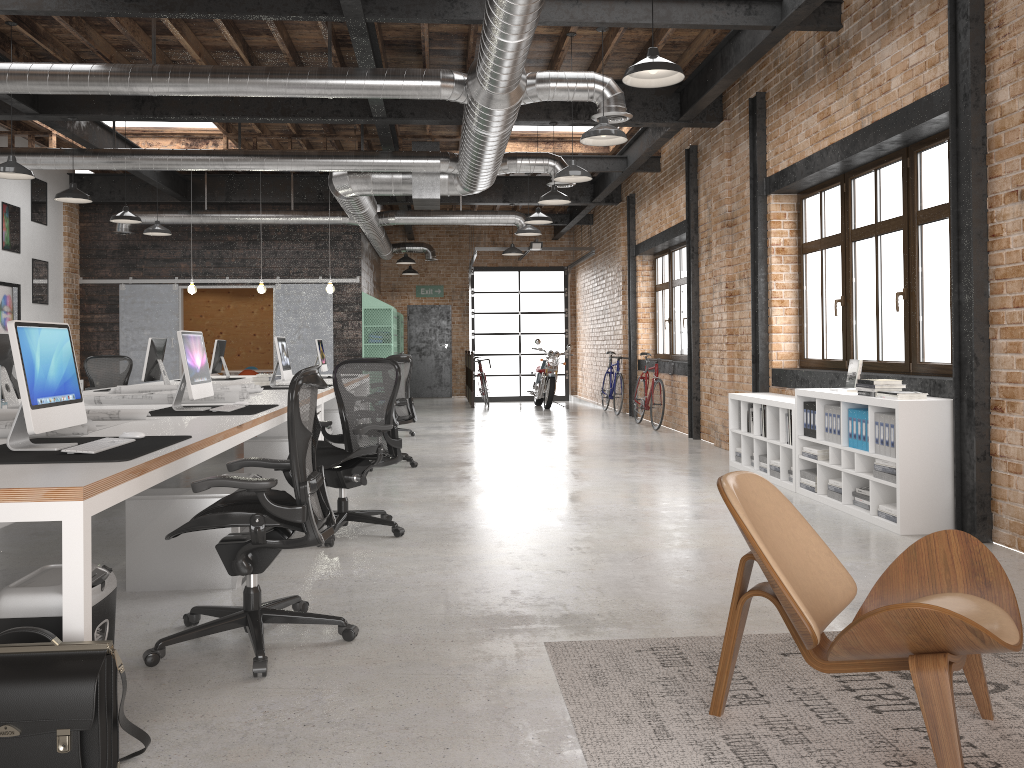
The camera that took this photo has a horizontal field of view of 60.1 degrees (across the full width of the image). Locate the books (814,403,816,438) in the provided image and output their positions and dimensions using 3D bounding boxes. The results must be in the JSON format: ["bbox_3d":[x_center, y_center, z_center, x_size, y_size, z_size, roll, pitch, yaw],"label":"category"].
[{"bbox_3d":[2.362,0.272,6.560,0.232,0.261,0.062,-1,0,-5],"label":"books"}]

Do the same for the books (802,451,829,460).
[{"bbox_3d":[2.318,0.526,6.603,0.207,0.061,0.274,-1,2,-5],"label":"books"}]

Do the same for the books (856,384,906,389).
[{"bbox_3d":[2.416,0.012,5.805,0.212,0.023,0.259,-1,2,-5],"label":"books"}]

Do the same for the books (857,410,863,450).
[{"bbox_3d":[2.413,0.302,5.868,0.232,0.261,0.062,-1,0,-5],"label":"books"}]

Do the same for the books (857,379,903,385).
[{"bbox_3d":[2.412,-0.013,5.814,0.190,0.028,0.240,-1,2,-3],"label":"books"}]

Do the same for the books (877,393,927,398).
[{"bbox_3d":[2.434,0.069,5.536,0.187,0.014,0.248,-1,2,-7],"label":"books"}]

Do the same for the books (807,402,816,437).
[{"bbox_3d":[2.352,0.267,6.689,0.232,0.261,0.062,-1,0,-5],"label":"books"}]

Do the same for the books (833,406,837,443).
[{"bbox_3d":[2.393,0.285,6.265,0.232,0.261,0.062,-1,0,-5],"label":"books"}]

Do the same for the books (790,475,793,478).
[{"bbox_3d":[2.310,0.727,6.954,0.164,0.047,0.239,-1,2,-4],"label":"books"}]

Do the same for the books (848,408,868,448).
[{"bbox_3d":[2.402,0.296,5.996,0.232,0.261,0.062,-1,0,-5],"label":"books"}]

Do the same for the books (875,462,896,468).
[{"bbox_3d":[2.413,0.491,5.485,0.219,0.039,0.260,-1,2,-5],"label":"books"}]

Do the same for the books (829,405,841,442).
[{"bbox_3d":[2.388,0.282,6.329,0.232,0.261,0.062,-1,0,-5],"label":"books"}]

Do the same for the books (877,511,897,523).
[{"bbox_3d":[2.432,0.813,5.491,0.207,0.061,0.274,-1,2,-5],"label":"books"}]

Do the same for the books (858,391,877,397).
[{"bbox_3d":[2.415,0.063,5.804,0.191,0.032,0.259,-1,2,-3],"label":"books"}]

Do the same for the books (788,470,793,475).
[{"bbox_3d":[2.333,0.698,6.969,0.222,0.055,0.282,-1,2,-4],"label":"books"}]

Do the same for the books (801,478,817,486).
[{"bbox_3d":[2.320,0.721,6.637,0.214,0.046,0.251,-1,2,-5],"label":"books"}]

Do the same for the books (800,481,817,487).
[{"bbox_3d":[2.320,0.739,6.641,0.219,0.034,0.260,-1,2,-5],"label":"books"}]

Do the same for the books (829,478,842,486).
[{"bbox_3d":[2.375,0.684,6.199,0.214,0.052,0.252,-1,2,-5],"label":"books"}]

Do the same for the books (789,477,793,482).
[{"bbox_3d":[2.317,0.755,6.968,0.184,0.049,0.261,-1,2,-4],"label":"books"}]

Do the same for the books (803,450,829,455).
[{"bbox_3d":[2.322,0.500,6.596,0.219,0.034,0.260,-1,2,-5],"label":"books"}]

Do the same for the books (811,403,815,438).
[{"bbox_3d":[2.357,0.270,6.624,0.232,0.261,0.062,-1,0,-5],"label":"books"}]

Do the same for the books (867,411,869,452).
[{"bbox_3d":[2.423,0.307,5.739,0.232,0.261,0.062,-1,0,-5],"label":"books"}]

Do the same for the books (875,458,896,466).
[{"bbox_3d":[2.413,0.473,5.481,0.214,0.052,0.252,-1,2,-5],"label":"books"}]

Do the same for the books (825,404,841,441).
[{"bbox_3d":[2.382,0.280,6.393,0.232,0.261,0.062,-1,0,-5],"label":"books"}]

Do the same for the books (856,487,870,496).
[{"bbox_3d":[2.437,0.710,5.886,0.199,0.054,0.240,-1,2,-4],"label":"books"}]

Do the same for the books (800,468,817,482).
[{"bbox_3d":[2.322,0.684,6.656,0.217,0.078,0.291,-1,2,-5],"label":"books"}]

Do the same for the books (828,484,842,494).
[{"bbox_3d":[2.372,0.728,6.211,0.207,0.067,0.275,-1,2,-5],"label":"books"}]

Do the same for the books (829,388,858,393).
[{"bbox_3d":[2.413,0.045,6.333,0.174,0.021,0.273,-1,2,-5],"label":"books"}]

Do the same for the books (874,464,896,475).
[{"bbox_3d":[2.410,0.518,5.492,0.207,0.067,0.275,-1,2,-5],"label":"books"}]

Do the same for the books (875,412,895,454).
[{"bbox_3d":[2.432,0.312,5.633,0.232,0.261,0.062,-1,0,-5],"label":"books"}]

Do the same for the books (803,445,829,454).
[{"bbox_3d":[2.321,0.482,6.591,0.214,0.046,0.251,-1,2,-5],"label":"books"}]

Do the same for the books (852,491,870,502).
[{"bbox_3d":[2.440,0.742,5.911,0.222,0.055,0.282,-1,2,-4],"label":"books"}]

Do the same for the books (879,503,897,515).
[{"bbox_3d":[2.435,0.769,5.479,0.214,0.046,0.251,-1,2,-5],"label":"books"}]

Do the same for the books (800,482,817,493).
[{"bbox_3d":[2.317,0.765,6.649,0.207,0.061,0.274,-1,2,-5],"label":"books"}]

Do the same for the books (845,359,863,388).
[{"bbox_3d":[2.579,-0.073,6.679,0.065,0.224,0.161,-1,1,-5],"label":"books"}]

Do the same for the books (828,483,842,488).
[{"bbox_3d":[2.375,0.702,6.203,0.219,0.039,0.260,-1,2,-5],"label":"books"}]

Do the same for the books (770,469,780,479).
[{"bbox_3d":[2.272,0.734,7.276,0.217,0.072,0.290,-1,2,-5],"label":"books"}]

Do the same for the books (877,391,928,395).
[{"bbox_3d":[2.441,0.056,5.534,0.202,0.012,0.251,-1,2,-3],"label":"books"}]

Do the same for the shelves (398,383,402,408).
[{"bbox_3d":[-2.399,0.009,17.093,0.567,0.855,0.985,-1,1,-5],"label":"shelves"}]

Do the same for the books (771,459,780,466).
[{"bbox_3d":[2.268,0.639,7.257,0.214,0.052,0.252,-1,2,-5],"label":"books"}]

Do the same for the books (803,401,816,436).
[{"bbox_3d":[2.346,0.264,6.752,0.232,0.261,0.062,-1,0,-5],"label":"books"}]

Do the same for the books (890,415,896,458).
[{"bbox_3d":[2.448,0.320,5.441,0.232,0.261,0.062,-1,0,-5],"label":"books"}]

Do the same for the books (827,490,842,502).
[{"bbox_3d":[2.378,0.778,6.218,0.217,0.072,0.290,-1,2,-5],"label":"books"}]

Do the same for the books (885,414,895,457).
[{"bbox_3d":[2.443,0.317,5.505,0.232,0.261,0.062,-1,0,-5],"label":"books"}]

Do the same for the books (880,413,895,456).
[{"bbox_3d":[2.437,0.314,5.570,0.232,0.261,0.062,-1,0,-5],"label":"books"}]

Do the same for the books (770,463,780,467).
[{"bbox_3d":[2.269,0.657,7.261,0.219,0.039,0.260,-1,2,-5],"label":"books"}]

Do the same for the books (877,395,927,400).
[{"bbox_3d":[2.433,0.083,5.531,0.187,0.014,0.253,-1,2,-5],"label":"books"}]

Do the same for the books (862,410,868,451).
[{"bbox_3d":[2.418,0.304,5.804,0.232,0.261,0.062,-1,0,-5],"label":"books"}]

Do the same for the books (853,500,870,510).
[{"bbox_3d":[2.424,0.800,5.911,0.184,0.049,0.261,-1,2,-4],"label":"books"}]

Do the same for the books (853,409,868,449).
[{"bbox_3d":[2.407,0.299,5.933,0.232,0.261,0.062,-1,0,-5],"label":"books"}]

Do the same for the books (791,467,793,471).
[{"bbox_3d":[2.330,0.666,6.944,0.199,0.054,0.240,-1,2,-4],"label":"books"}]

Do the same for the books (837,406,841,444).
[{"bbox_3d":[2.398,0.288,6.200,0.232,0.261,0.062,-1,0,-5],"label":"books"}]

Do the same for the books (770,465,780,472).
[{"bbox_3d":[2.265,0.683,7.268,0.207,0.067,0.275,-1,2,-5],"label":"books"}]

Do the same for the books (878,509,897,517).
[{"bbox_3d":[2.435,0.787,5.483,0.219,0.034,0.260,-1,2,-5],"label":"books"}]

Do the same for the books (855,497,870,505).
[{"bbox_3d":[2.417,0.771,5.897,0.164,0.047,0.239,-1,2,-4],"label":"books"}]

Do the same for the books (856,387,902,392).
[{"bbox_3d":[2.407,0.035,5.812,0.191,0.023,0.242,-1,2,-7],"label":"books"}]
